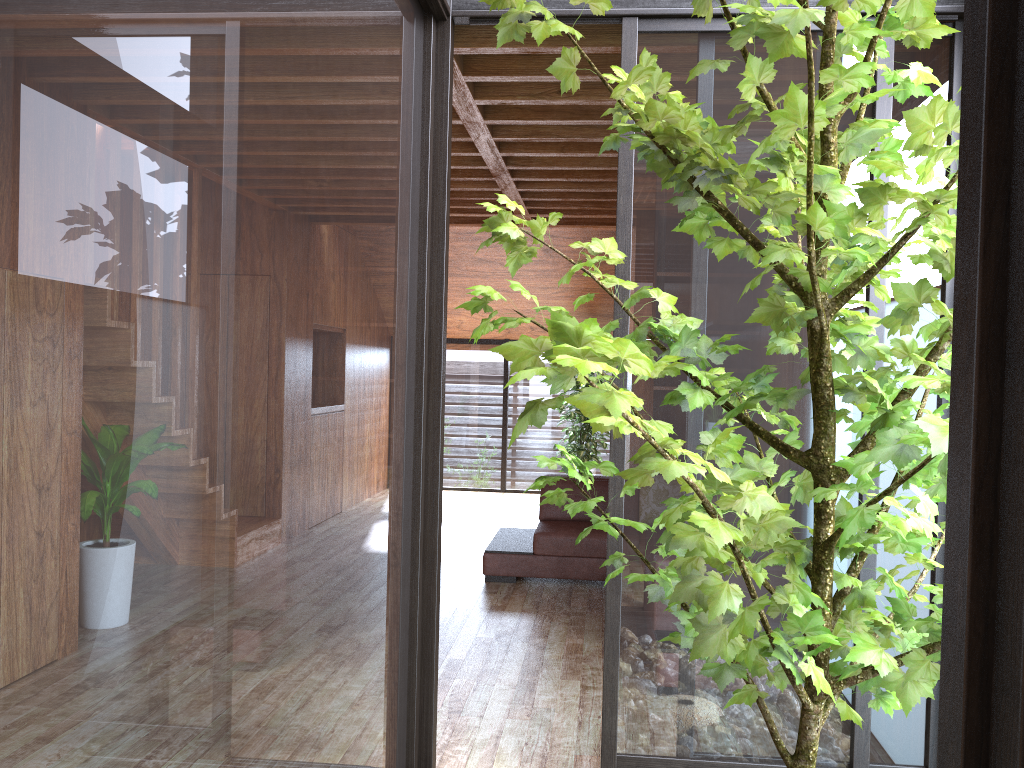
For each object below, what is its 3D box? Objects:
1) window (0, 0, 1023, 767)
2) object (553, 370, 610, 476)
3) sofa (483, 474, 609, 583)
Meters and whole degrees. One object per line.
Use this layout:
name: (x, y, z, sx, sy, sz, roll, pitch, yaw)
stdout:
window: (-0.742, -0.973, 2.100, 4.098, 5.132, 13.985, 2, 1, 6)
object: (0.695, 0.287, 8.478, 0.635, 1.690, 0.681, 2, 1, 13)
sofa: (0.629, 0.805, 4.641, 1.697, 0.760, 2.508, 2, 1, 6)
